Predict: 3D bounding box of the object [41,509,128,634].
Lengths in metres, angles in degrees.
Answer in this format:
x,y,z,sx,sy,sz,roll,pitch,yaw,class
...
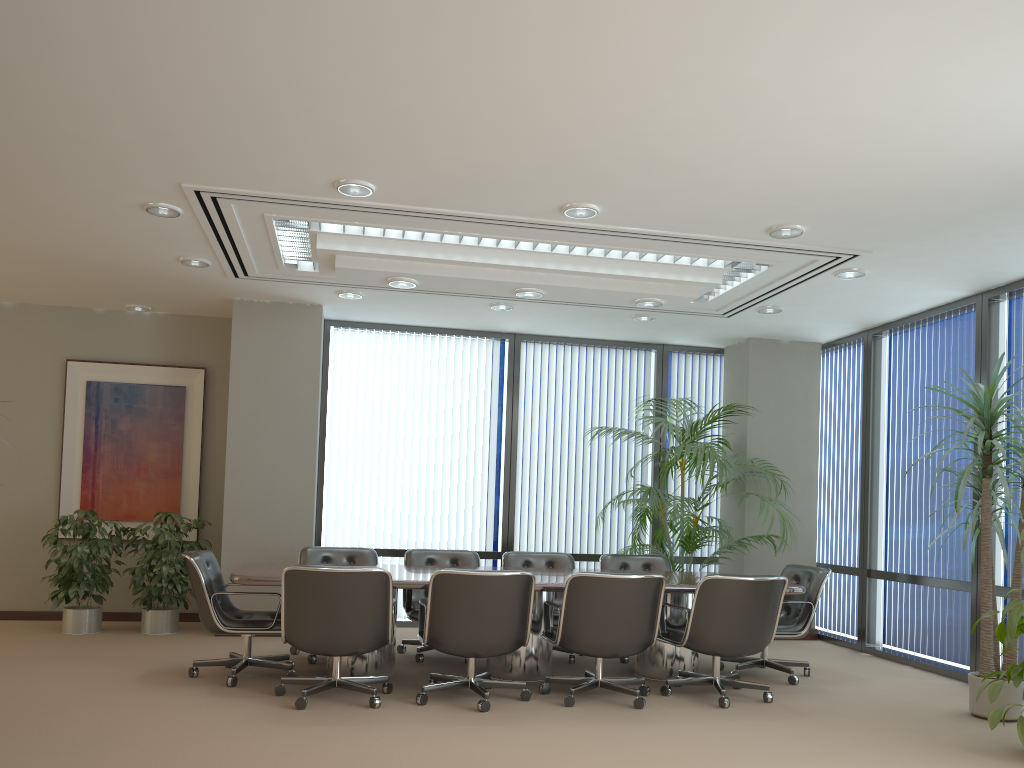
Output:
x,y,z,sx,sy,sz,roll,pitch,yaw,class
-3.793,1.664,7.870,0.738,1.088,0.801,4,-5,-29,object

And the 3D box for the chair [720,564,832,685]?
x,y,z,sx,sy,sz,roll,pitch,yaw,class
2.023,1.846,6.884,0.853,0.854,0.763,3,-5,-11,chair

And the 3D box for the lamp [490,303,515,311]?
x,y,z,sx,sy,sz,roll,pitch,yaw,class
-0.088,-0.687,7.896,0.225,0.035,0.227,0,-8,13,lamp

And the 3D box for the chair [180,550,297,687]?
x,y,z,sx,sy,sz,roll,pitch,yaw,class
-1.874,1.605,6.137,0.853,0.854,0.763,3,-5,-11,chair

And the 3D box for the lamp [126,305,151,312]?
x,y,z,sx,sy,sz,roll,pitch,yaw,class
-3.603,-0.726,8.502,0.225,0.035,0.227,2,-8,0,lamp

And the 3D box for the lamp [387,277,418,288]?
x,y,z,sx,sy,sz,roll,pitch,yaw,class
-0.799,-0.731,6.426,0.225,0.035,0.227,1,-8,7,lamp

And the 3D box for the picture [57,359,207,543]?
x,y,z,sx,sy,sz,roll,pitch,yaw,class
-3.702,0.668,8.622,1.297,1.738,0.058,3,-2,-11,picture

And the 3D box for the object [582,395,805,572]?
x,y,z,sx,sy,sz,roll,pitch,yaw,class
1.696,1.258,8.593,2.165,2.466,2.104,1,-5,10,object

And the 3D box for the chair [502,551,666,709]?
x,y,z,sx,sy,sz,roll,pitch,yaw,class
0.443,1.754,6.626,0.759,0.851,2.547,3,-7,-11,chair

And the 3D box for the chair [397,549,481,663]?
x,y,z,sx,sy,sz,roll,pitch,yaw,class
-0.548,1.812,7.288,0.759,0.854,0.858,3,-5,-11,chair

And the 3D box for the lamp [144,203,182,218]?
x,y,z,sx,sy,sz,roll,pitch,yaw,class
-2.198,-1.089,5.557,0.225,0.035,0.227,3,-8,-7,lamp

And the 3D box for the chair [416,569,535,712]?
x,y,z,sx,sy,sz,roll,pitch,yaw,class
-0.231,1.593,5.644,0.759,0.854,0.858,3,-5,-11,chair

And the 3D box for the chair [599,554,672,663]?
x,y,z,sx,sy,sz,roll,pitch,yaw,class
1.125,1.910,7.565,0.759,0.854,0.858,2,-5,-6,chair

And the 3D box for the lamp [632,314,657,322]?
x,y,z,sx,sy,sz,roll,pitch,yaw,class
1.224,-0.606,8.148,0.225,0.035,0.227,0,-8,13,lamp

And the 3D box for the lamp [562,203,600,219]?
x,y,z,sx,sy,sz,roll,pitch,yaw,class
0.413,-1.034,5.298,0.225,0.035,0.227,0,-8,13,lamp

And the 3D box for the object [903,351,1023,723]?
x,y,z,sx,sy,sz,roll,pitch,yaw,class
3.116,0.992,5.667,1.035,2.302,1.019,4,-4,-35,object

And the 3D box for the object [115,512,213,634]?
x,y,z,sx,sy,sz,roll,pitch,yaw,class
-3.183,1.711,8.053,0.736,1.088,0.804,1,-4,21,object

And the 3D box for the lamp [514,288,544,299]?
x,y,z,sx,sy,sz,roll,pitch,yaw,class
0.128,-0.673,6.604,0.225,0.035,0.227,0,-8,13,lamp

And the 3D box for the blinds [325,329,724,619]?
x,y,z,sx,sy,sz,roll,pitch,yaw,class
0.554,1.032,9.295,4.898,2.896,0.032,3,-2,-11,blinds

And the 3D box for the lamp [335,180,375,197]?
x,y,z,sx,sy,sz,roll,pitch,yaw,class
-0.899,-1.115,5.046,0.225,0.035,0.226,5,-8,-21,lamp

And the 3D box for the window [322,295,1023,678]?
x,y,z,sx,sy,sz,roll,pitch,yaw,class
2.142,0.948,8.243,7.379,2.896,3.556,-3,-7,34,window

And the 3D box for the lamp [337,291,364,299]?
x,y,z,sx,sy,sz,roll,pitch,yaw,class
-1.400,-0.769,7.645,0.225,0.035,0.227,1,-8,7,lamp

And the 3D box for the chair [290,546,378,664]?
x,y,z,sx,sy,sz,roll,pitch,yaw,class
-1.375,1.755,7.088,0.760,0.854,0.857,3,-5,-16,chair

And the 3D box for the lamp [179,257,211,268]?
x,y,z,sx,sy,sz,roll,pitch,yaw,class
-2.431,-0.928,6.765,0.225,0.035,0.227,1,-8,7,lamp

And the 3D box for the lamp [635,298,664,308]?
x,y,z,sx,sy,sz,roll,pitch,yaw,class
1.056,-0.616,6.781,0.225,0.035,0.227,0,-8,13,lamp

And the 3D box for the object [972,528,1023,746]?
x,y,z,sx,sy,sz,roll,pitch,yaw,class
2.974,1.425,4.703,0.860,1.306,0.981,5,-5,-40,object

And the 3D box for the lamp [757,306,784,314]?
x,y,z,sx,sy,sz,roll,pitch,yaw,class
2.241,-0.639,7.660,0.225,0.035,0.227,2,-8,0,lamp

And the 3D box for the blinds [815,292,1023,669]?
x,y,z,sx,sy,sz,roll,pitch,yaw,class
3.649,0.844,7.173,0.051,2.888,4.966,2,-6,-11,blinds

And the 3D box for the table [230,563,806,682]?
x,y,z,sx,sy,sz,roll,pitch,yaw,class
0.055,1.782,6.538,4.071,0.745,1.518,3,-7,-11,table

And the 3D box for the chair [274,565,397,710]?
x,y,z,sx,sy,sz,roll,pitch,yaw,class
-1.104,1.546,5.522,0.753,0.854,0.863,3,-5,-7,chair

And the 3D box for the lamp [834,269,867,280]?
x,y,z,sx,sy,sz,roll,pitch,yaw,class
2.474,-0.800,6.453,0.225,0.035,0.226,5,-8,-21,lamp

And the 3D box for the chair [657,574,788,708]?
x,y,z,sx,sy,sz,roll,pitch,yaw,class
1.403,1.700,5.999,0.736,0.854,0.857,3,-5,-16,chair

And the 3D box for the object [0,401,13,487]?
x,y,z,sx,sy,sz,roll,pitch,yaw,class
-2.806,0.603,4.066,0.820,1.823,0.807,4,-4,-35,object

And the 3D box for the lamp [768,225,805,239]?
x,y,z,sx,sy,sz,roll,pitch,yaw,class
1.725,-0.952,5.549,0.225,0.035,0.227,0,-8,13,lamp
